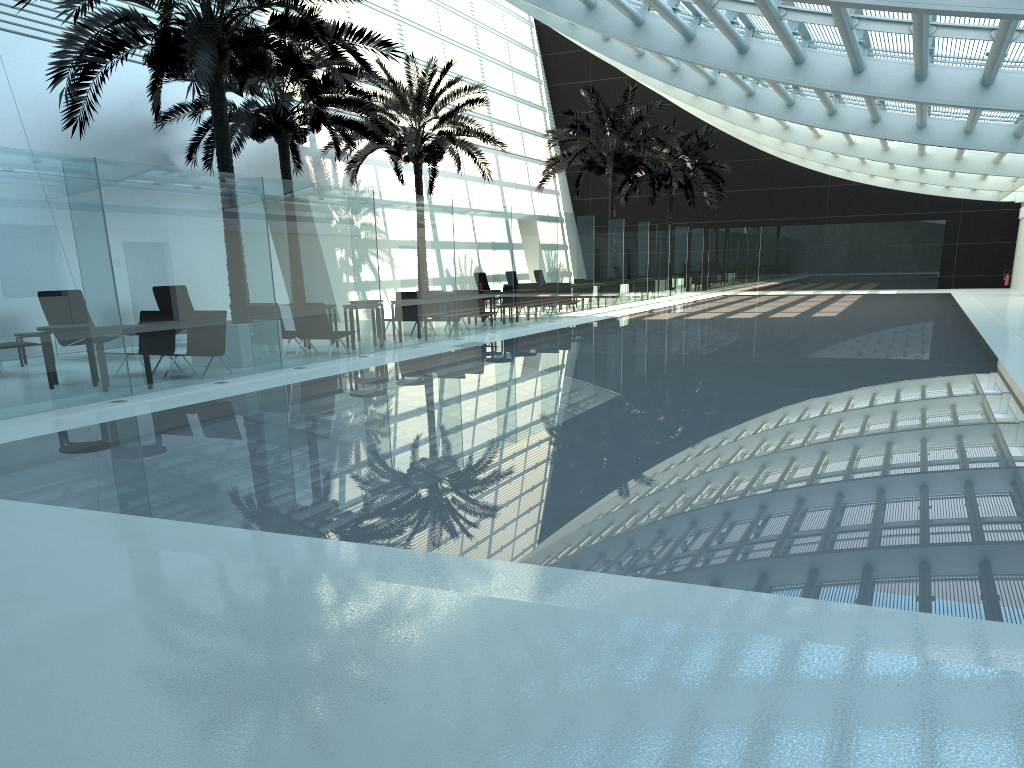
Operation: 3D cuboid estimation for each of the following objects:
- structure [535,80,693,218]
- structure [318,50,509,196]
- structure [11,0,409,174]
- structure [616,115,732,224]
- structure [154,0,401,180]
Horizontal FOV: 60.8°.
[{"bbox_3d":[3.427,-6.313,29.462,4.808,7.315,4.265,3,15,17],"label":"structure"},{"bbox_3d":[-2.686,-5.388,24.329,4.574,7.184,4.157,-10,17,-31],"label":"structure"},{"bbox_3d":[-4.425,-3.816,12.760,4.731,7.314,4.338,12,19,41],"label":"structure"},{"bbox_3d":[6.793,-7.374,36.556,4.459,7.314,4.601,-1,14,3],"label":"structure"},{"bbox_3d":[-4.960,-4.569,19.022,4.643,7.121,4.092,-1,15,3],"label":"structure"}]
